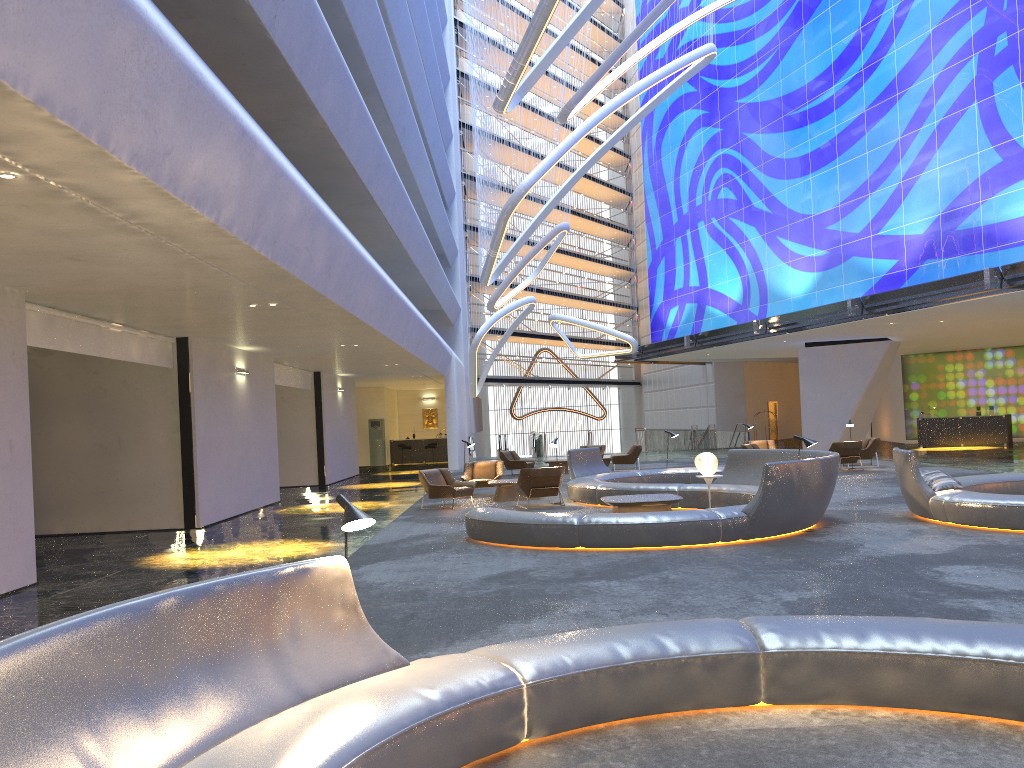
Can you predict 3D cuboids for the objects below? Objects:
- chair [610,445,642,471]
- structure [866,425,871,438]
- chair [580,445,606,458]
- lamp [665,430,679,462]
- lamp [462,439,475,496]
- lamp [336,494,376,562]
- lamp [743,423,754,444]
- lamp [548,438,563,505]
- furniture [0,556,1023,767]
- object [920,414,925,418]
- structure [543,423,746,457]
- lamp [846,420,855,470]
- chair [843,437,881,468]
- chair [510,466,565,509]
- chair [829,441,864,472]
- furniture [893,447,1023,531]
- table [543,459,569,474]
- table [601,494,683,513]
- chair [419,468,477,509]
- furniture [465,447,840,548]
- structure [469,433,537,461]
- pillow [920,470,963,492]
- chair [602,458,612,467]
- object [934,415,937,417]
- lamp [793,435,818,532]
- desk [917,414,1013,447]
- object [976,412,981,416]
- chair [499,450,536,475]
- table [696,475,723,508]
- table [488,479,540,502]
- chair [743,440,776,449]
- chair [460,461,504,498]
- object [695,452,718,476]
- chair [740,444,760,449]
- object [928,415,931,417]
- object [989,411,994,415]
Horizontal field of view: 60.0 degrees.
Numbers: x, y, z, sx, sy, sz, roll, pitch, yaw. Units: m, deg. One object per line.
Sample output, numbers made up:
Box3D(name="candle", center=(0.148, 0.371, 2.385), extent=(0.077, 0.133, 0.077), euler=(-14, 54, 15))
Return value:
Box3D(name="chair", center=(3.503, 2.267, 27.193), extent=(0.939, 0.766, 0.930), euler=(-3, -2, 2))
Box3D(name="structure", center=(15.194, 1.556, 38.163), extent=(1.021, 2.050, 0.773), euler=(-2, -1, -22))
Box3D(name="chair", center=(2.526, 2.373, 28.605), extent=(0.930, 0.766, 0.938), euler=(-4, -2, 27))
Box3D(name="lamp", center=(3.622, 1.689, 20.115), extent=(0.384, 1.300, 0.202), euler=(-3, -1, 17))
Box3D(name="lamp", center=(-1.003, 1.908, 20.205), extent=(0.384, 1.300, 0.202), euler=(-3, -1, 17))
Box3D(name="lamp", center=(-0.830, 1.234, 4.657), extent=(0.202, 1.300, 0.384), euler=(-2, -1, -41))
Box3D(name="lamp", center=(6.874, 1.781, 25.804), extent=(0.384, 1.300, 0.202), euler=(-3, -1, 17))
Box3D(name="lamp", center=(0.856, 1.695, 17.237), extent=(0.202, 1.300, 0.384), euler=(-3, -1, 17))
Box3D(name="furniture", center=(1.003, 1.105, 0.474), extent=(5.185, 0.969, 9.936), euler=(-3, -2, -3))
Box3D(name="object", center=(15.235, 1.181, 32.914), extent=(0.149, 0.149, 0.149), euler=(-4, -2, 35))
Box3D(name="structure", center=(6.204, 6.557, 49.690), extent=(9.304, 8.395, 19.748), euler=(-3, -2, 0))
Box3D(name="lamp", center=(8.733, 1.568, 22.836), extent=(0.202, 1.300, 0.384), euler=(-3, -1, 17))
Box3D(name="chair", center=(9.430, 1.854, 23.983), extent=(0.939, 0.766, 0.930), euler=(-3, -2, 9))
Box3D(name="chair", center=(0.525, 1.970, 17.008), extent=(0.929, 0.766, 0.940), euler=(-2, -2, -16))
Box3D(name="chair", center=(8.402, 1.843, 22.607), extent=(0.929, 0.766, 0.940), euler=(-2, -2, -16))
Box3D(name="furniture", center=(8.428, 1.159, 9.807), extent=(5.184, 0.969, 9.937), euler=(-2, -2, -8))
Box3D(name="table", center=(1.621, 2.542, 27.356), extent=(1.204, 0.392, 1.203), euler=(-3, -2, 18))
Box3D(name="table", center=(1.976, 1.933, 13.522), extent=(1.203, 0.392, 1.204), euler=(-3, -2, 0))
Box3D(name="chair", center=(-1.312, 2.085, 17.697), extent=(0.939, 0.766, 0.929), euler=(-4, -2, 33))
Box3D(name="furniture", center=(2.857, 1.664, 15.503), extent=(5.188, 0.969, 9.929), euler=(-3, -3, 17))
Box3D(name="structure", center=(-0.226, 6.805, 49.266), extent=(3.016, 8.235, 19.844), euler=(-3, -2, 0))
Box3D(name="pillow", center=(5.948, 1.346, 12.437), extent=(0.692, 0.262, 0.877), euler=(-3, -2, 9))
Box3D(name="chair", center=(2.268, 2.259, 25.666), extent=(0.938, 0.766, 0.930), euler=(-1, -2, -38))
Box3D(name="object", center=(15.602, 1.191, 32.657), extent=(0.072, 0.070, 0.073), euler=(-4, -2, 35))
Box3D(name="lamp", center=(3.933, 1.322, 11.871), extent=(0.384, 1.300, 0.202), euler=(-3, -1, 17))
Box3D(name="desk", center=(16.475, 1.720, 32.308), extent=(2.980, 1.097, 0.813), euler=(-4, -2, 39))
Box3D(name="object", center=(16.740, 1.064, 31.782), extent=(0.150, 0.145, 0.150), euler=(-4, -2, 34))
Box3D(name="chair", center=(0.158, 2.418, 27.068), extent=(0.939, 0.766, 0.929), euler=(-3, -2, 25))
Box3D(name="table", center=(3.251, 1.805, 14.561), extent=(0.418, 0.595, 0.428), euler=(-3, -1, -1))
Box3D(name="table", center=(0.092, 2.249, 18.854), extent=(1.203, 0.392, 1.204), euler=(-3, -2, 0))
Box3D(name="chair", center=(7.226, 2.032, 25.744), extent=(0.929, 0.766, 0.939), euler=(-3, -2, 6))
Box3D(name="chair", center=(-0.651, 2.159, 20.146), extent=(0.929, 0.766, 0.939), euler=(-3, -2, 6))
Box3D(name="object", center=(3.186, 1.315, 14.535), extent=(0.367, 0.387, 0.318), euler=(-3, -1, 7))
Box3D(name="chair", center=(6.564, 1.958, 23.296), extent=(0.939, 0.766, 0.929), euler=(-4, -2, 33))
Box3D(name="object", center=(15.438, 1.185, 32.772), extent=(0.108, 0.108, 0.111), euler=(-4, -2, 35))
Box3D(name="object", center=(17.085, 1.039, 31.565), extent=(0.150, 0.145, 0.150), euler=(-4, -2, 34))
